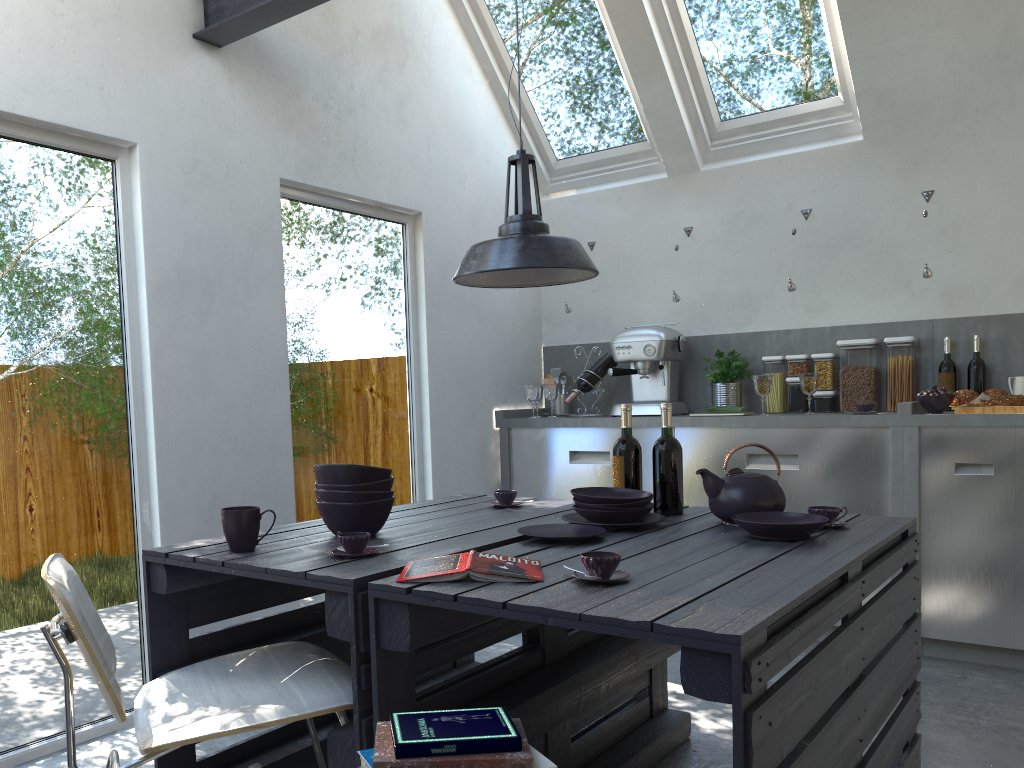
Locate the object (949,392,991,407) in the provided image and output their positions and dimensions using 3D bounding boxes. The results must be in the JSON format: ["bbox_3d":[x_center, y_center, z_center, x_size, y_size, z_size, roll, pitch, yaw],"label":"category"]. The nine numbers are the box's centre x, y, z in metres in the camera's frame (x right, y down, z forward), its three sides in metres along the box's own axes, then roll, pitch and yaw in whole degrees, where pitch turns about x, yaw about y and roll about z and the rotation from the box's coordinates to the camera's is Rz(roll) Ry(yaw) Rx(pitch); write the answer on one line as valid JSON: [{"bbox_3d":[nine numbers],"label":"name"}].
[{"bbox_3d":[1.983,0.064,3.729,0.190,0.059,0.207,-1,-1,-34],"label":"object"}]

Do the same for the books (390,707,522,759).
[{"bbox_3d":[-0.099,0.583,1.467,0.202,0.025,0.145,-2,-1,-7],"label":"books"}]

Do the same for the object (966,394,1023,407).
[{"bbox_3d":[2.112,0.033,3.575,0.462,0.112,0.124,-2,1,9],"label":"object"}]

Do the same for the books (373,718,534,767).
[{"bbox_3d":[-0.103,0.612,1.470,0.254,0.032,0.175,-2,-1,-2],"label":"books"}]

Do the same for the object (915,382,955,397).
[{"bbox_3d":[1.792,0.037,3.701,0.167,0.095,0.135,-1,1,22],"label":"object"}]

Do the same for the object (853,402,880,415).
[{"bbox_3d":[1.571,0.109,3.889,0.109,0.056,0.123,-2,0,-39],"label":"object"}]

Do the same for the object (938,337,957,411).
[{"bbox_3d":[1.996,-0.042,4.008,0.077,0.346,0.068,1,4,29],"label":"object"}]

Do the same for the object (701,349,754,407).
[{"bbox_3d":[1.110,-0.011,4.548,0.243,0.343,0.254,-2,2,-12],"label":"object"}]

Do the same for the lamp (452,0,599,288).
[{"bbox_3d":[0.021,-0.859,2.551,0.457,1.101,0.403,1,4,36],"label":"lamp"}]

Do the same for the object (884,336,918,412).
[{"bbox_3d":[1.833,-0.041,4.122,0.135,0.356,0.120,1,4,35],"label":"object"}]

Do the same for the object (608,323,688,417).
[{"bbox_3d":[0.727,-0.076,4.705,0.379,0.502,0.402,0,2,35],"label":"object"}]

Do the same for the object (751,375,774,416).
[{"bbox_3d":[1.183,0.054,4.129,0.098,0.193,0.099,-2,3,-6],"label":"object"}]

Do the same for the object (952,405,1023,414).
[{"bbox_3d":[2.096,0.102,3.578,0.499,0.028,0.289,-2,-1,36],"label":"object"}]

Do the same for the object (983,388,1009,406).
[{"bbox_3d":[2.062,0.057,3.736,0.116,0.077,0.121,-2,0,-11],"label":"object"}]

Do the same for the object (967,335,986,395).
[{"bbox_3d":[2.092,-0.046,3.936,0.076,0.346,0.067,2,5,39],"label":"object"}]

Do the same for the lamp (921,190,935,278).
[{"bbox_3d":[1.877,-0.681,3.936,0.062,0.437,0.321,0,3,24],"label":"lamp"}]

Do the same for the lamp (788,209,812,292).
[{"bbox_3d":[1.400,-0.661,4.286,0.063,0.439,0.312,1,3,35],"label":"lamp"}]

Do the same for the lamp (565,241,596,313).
[{"bbox_3d":[0.388,-0.620,5.037,0.063,0.439,0.312,1,3,35],"label":"lamp"}]

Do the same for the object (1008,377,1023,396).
[{"bbox_3d":[2.144,0.028,3.664,0.085,0.120,0.085,-3,3,-33],"label":"object"}]

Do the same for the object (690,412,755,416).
[{"bbox_3d":[1.037,0.149,4.318,0.278,0.012,0.170,-2,-1,34],"label":"object"}]

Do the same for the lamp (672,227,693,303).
[{"bbox_3d":[0.910,-0.642,4.654,0.062,0.437,0.321,0,3,24],"label":"lamp"}]

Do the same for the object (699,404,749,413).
[{"bbox_3d":[1.018,0.127,4.329,0.133,0.053,0.293,-1,-1,-39],"label":"object"}]

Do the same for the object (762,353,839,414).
[{"bbox_3d":[1.444,0.003,4.390,0.362,0.295,0.099,-1,3,36],"label":"object"}]

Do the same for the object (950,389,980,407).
[{"bbox_3d":[1.942,0.060,3.747,0.116,0.077,0.121,-2,0,-11],"label":"object"}]

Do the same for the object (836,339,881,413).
[{"bbox_3d":[1.678,-0.035,4.234,0.185,0.356,0.120,1,4,35],"label":"object"}]

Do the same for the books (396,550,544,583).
[{"bbox_3d":[-0.089,0.395,1.908,0.309,0.030,0.220,-2,-1,5],"label":"books"}]

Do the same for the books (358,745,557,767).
[{"bbox_3d":[-0.097,0.645,1.469,0.273,0.034,0.206,-1,-1,-22],"label":"books"}]

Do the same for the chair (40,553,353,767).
[{"bbox_3d":[-0.727,0.817,2.151,0.739,0.823,0.724,-2,2,-24],"label":"chair"}]

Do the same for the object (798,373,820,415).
[{"bbox_3d":[1.404,0.048,4.130,0.103,0.193,0.093,0,3,24],"label":"object"}]

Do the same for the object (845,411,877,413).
[{"bbox_3d":[1.541,0.127,3.866,0.135,0.013,0.027,-2,0,13],"label":"object"}]

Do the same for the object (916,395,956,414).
[{"bbox_3d":[1.793,0.087,3.704,0.145,0.079,0.148,-2,0,-6],"label":"object"}]
